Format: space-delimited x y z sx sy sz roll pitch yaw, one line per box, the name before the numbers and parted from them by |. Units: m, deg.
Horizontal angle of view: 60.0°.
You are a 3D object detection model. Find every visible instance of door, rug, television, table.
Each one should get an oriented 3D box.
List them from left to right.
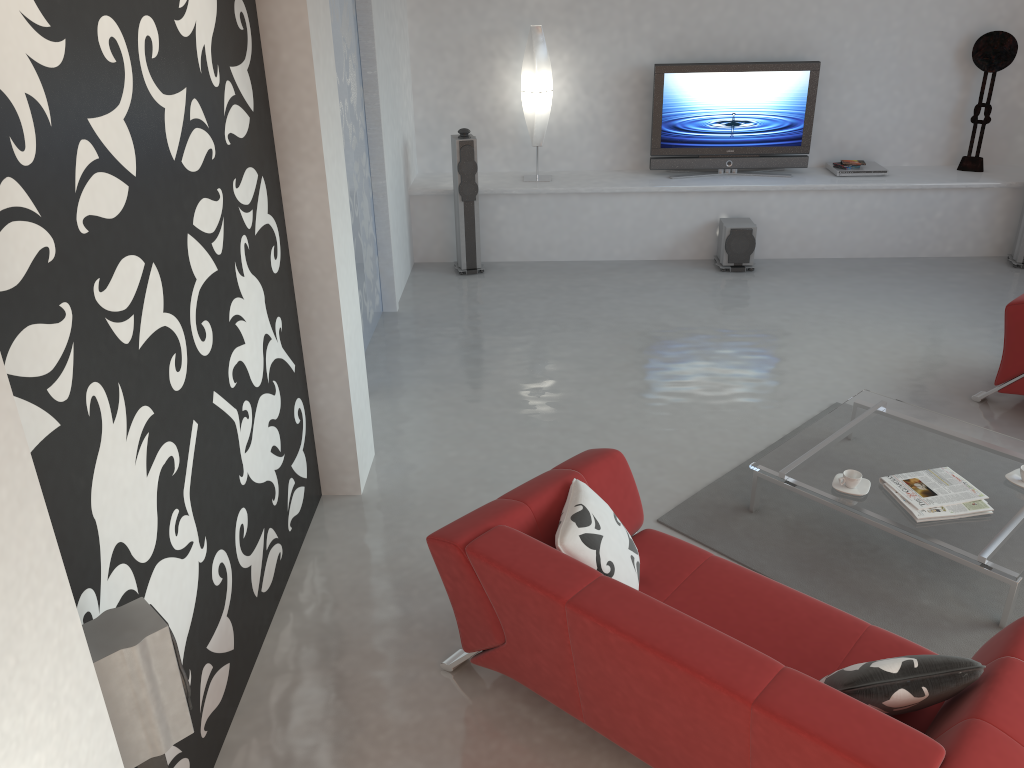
door | -1.032 -1.377 5.515 0.240 2.550 1.600 0 26 2
television | 1.875 -2.251 7.553 1.356 0.919 0.343 0 26 2
rug | 1.883 0.637 4.152 1.700 0.025 1.700 -23 34 -38
table | 1.889 0.503 4.095 1.097 0.286 1.162 -23 34 -38

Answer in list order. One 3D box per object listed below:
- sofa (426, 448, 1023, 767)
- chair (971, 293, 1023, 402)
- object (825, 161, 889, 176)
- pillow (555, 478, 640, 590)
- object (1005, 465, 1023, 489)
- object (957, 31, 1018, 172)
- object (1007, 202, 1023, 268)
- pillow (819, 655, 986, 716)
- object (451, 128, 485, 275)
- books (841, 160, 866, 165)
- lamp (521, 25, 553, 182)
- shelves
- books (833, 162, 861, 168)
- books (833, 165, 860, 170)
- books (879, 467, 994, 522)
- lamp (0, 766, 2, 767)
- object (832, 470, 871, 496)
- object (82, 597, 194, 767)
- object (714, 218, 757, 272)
sofa | 0.695 0.883 2.870 1.929 0.738 0.951 20 33 37
chair | 3.441 -0.148 4.859 0.951 0.738 1.288 -20 32 -34
object | 2.991 -1.871 7.705 0.430 0.045 0.352 0 26 2
pillow | 0.305 0.582 3.102 0.288 0.343 0.402 3 26 9
object | 2.260 0.402 3.880 0.153 0.069 0.153 -16 30 -28
object | 3.960 -2.359 7.440 0.331 1.130 0.108 11 29 24
object | 4.268 -1.534 7.155 0.255 1.184 0.273 6 27 15
pillow | 1.048 0.860 2.497 0.402 0.343 0.288 -4 26 -5
object | -0.377 -1.507 7.310 0.255 1.184 0.273 -7 27 -12
books | 2.945 -1.912 7.654 0.190 0.015 0.135 4 27 11
lamp | 0.209 -2.349 7.463 0.263 1.239 0.263 -4 26 -5
shelves | 1.887 -1.765 7.661 5.500 0.050 0.650 0 26 2
books | 2.895 -1.900 7.667 0.190 0.015 0.135 -9 27 -16
books | 2.895 -1.885 7.671 0.190 0.015 0.135 -17 30 -29
books | 1.817 0.466 3.808 0.367 0.035 0.345 -5 26 -7
lamp | -0.697 1.085 1.332 0.313 1.779 0.313 3 26 9
object | 1.484 0.423 3.872 0.153 0.069 0.153 12 29 25
object | -0.866 1.042 2.187 0.229 1.112 0.214 -23 34 -38
object | 1.878 -1.169 7.439 0.336 0.374 0.337 0 26 2
